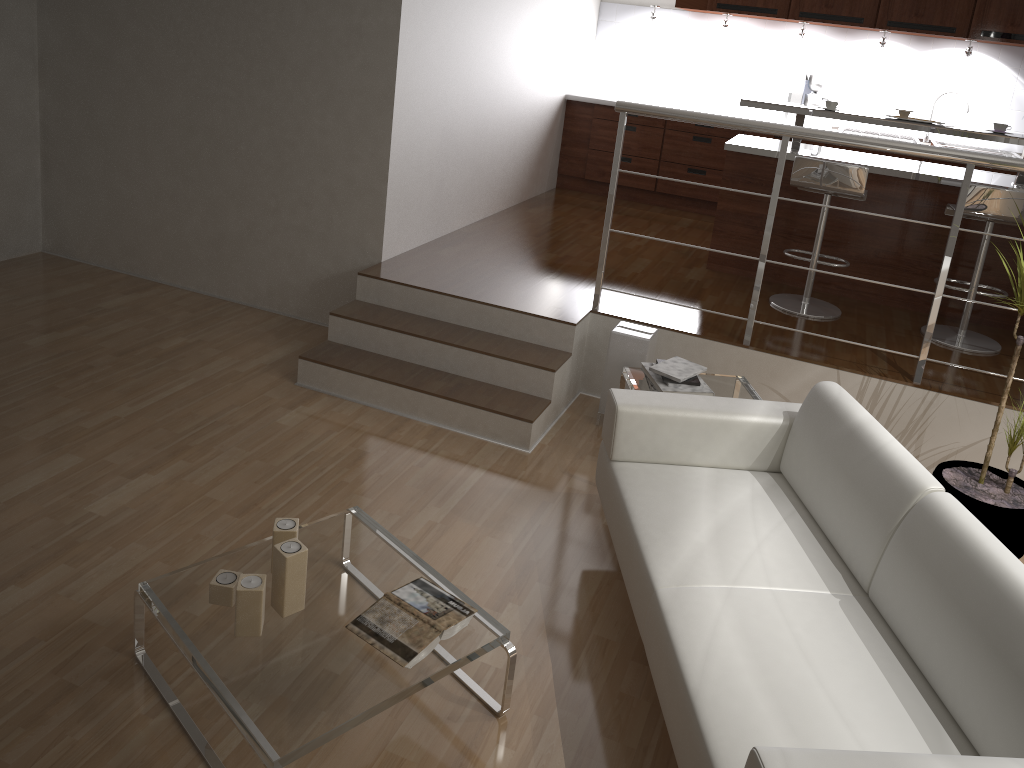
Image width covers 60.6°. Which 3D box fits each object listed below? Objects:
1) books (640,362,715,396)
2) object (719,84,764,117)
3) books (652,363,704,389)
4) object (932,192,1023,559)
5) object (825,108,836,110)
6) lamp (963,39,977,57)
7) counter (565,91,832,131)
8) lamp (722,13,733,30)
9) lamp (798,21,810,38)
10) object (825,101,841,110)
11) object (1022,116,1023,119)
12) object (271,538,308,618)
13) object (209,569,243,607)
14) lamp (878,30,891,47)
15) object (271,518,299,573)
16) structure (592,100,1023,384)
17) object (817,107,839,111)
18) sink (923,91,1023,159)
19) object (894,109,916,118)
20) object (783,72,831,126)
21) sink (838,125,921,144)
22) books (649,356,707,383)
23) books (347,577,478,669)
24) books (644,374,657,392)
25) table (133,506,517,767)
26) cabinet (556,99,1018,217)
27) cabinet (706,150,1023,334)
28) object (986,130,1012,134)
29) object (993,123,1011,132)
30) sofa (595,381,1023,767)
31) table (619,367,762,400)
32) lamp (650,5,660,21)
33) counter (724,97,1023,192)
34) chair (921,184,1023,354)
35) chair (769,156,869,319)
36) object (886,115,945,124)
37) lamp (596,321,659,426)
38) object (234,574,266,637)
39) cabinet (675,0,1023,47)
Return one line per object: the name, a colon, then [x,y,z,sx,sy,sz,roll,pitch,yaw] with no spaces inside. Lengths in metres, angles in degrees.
books: [0.689,-0.017,3.671,0.226,0.026,0.302,2,23,-10]
object: [1.918,-2.375,7.312,0.373,0.230,0.161,14,19,19]
books: [0.692,-0.036,3.666,0.151,0.014,0.227,2,23,-10]
object: [1.837,-0.001,3.227,0.512,1.412,0.450,17,19,31]
object: [1.785,-1.542,4.913,0.077,0.002,0.081,0,24,-15]
lamp: [3.291,-2.417,6.300,0.080,0.119,0.083,-3,20,-30]
counter: [1.538,-2.246,7.248,2.125,0.038,0.705,15,24,19]
lamp: [1.682,-2.845,6.872,0.080,0.119,0.083,-3,20,-30]
lamp: [2.218,-2.702,6.681,0.080,0.119,0.083,-3,20,-30]
object: [1.790,-1.558,4.902,0.067,0.044,0.083,-3,23,-25]
object: [3.873,-2.158,6.538,0.033,0.366,0.067,12,16,18]
object: [-0.587,0.504,2.308,0.068,0.188,0.069,-9,22,-43]
object: [-0.761,0.538,2.331,0.067,0.071,0.070,8,19,4]
lamp: [2.754,-2.560,6.491,0.080,0.119,0.083,-3,20,-30]
object: [-0.641,0.451,2.475,0.067,0.144,0.070,4,17,-10]
structure: [1.517,-0.587,3.933,2.348,1.008,0.059,15,17,19]
object: [1.774,-1.543,4.917,0.131,0.008,0.145,15,24,20]
sink: [3.465,-1.871,6.548,0.679,0.555,0.622,14,20,18]
object: [2.177,-1.497,4.859,0.141,0.040,0.134,15,23,19]
object: [2.406,-2.302,7.074,0.333,0.388,0.169,13,18,19]
sink: [2.837,-1.859,6.811,0.607,0.191,0.623,14,23,18]
books: [0.695,-0.063,3.658,0.156,0.014,0.221,24,28,35]
books: [-0.259,0.618,2.299,0.208,0.053,0.299,21,26,31]
books: [0.686,0.008,3.678,0.227,0.026,0.301,6,23,-1]
table: [-0.518,0.713,2.380,0.711,0.239,0.820,-14,30,-41]
cabinet: [2.142,-1.723,7.114,3.541,0.767,0.704,15,20,19]
cabinet: [2.219,-0.943,5.342,1.868,0.719,0.655,15,20,19]
object: [2.583,-1.342,4.664,0.129,0.008,0.147,6,23,-1]
object: [2.598,-1.360,4.656,0.067,0.044,0.082,-6,25,-31]
sofa: [0.824,0.597,2.422,0.905,0.707,1.871,5,22,-6]
table: [0.755,0.211,3.743,0.549,0.383,0.487,5,20,-5]
lamp: [1.146,-2.988,7.062,0.080,0.119,0.083,-3,20,-30]
counter: [2.355,-1.383,5.106,2.125,0.305,0.869,15,23,19]
chair: [2.409,-0.618,4.505,0.390,0.812,0.441,11,17,14]
chair: [1.674,-0.814,4.766,0.394,0.812,0.438,14,18,22]
object: [2.234,-1.463,4.852,0.313,0.010,0.226,16,24,20]
lamp: [0.549,-0.033,4.166,0.194,0.461,0.205,13,17,18]
object: [-0.663,0.555,2.221,0.067,0.145,0.070,4,17,-10]
cabinet: [2.679,-3.017,6.621,2.747,0.610,0.673,15,21,19]
